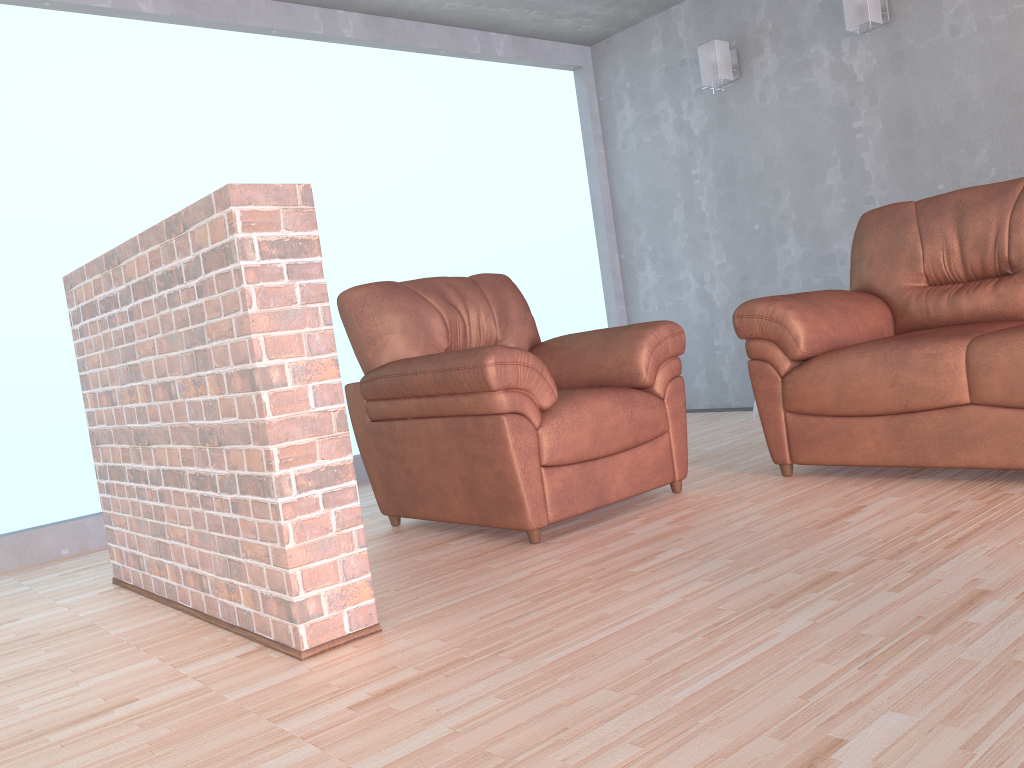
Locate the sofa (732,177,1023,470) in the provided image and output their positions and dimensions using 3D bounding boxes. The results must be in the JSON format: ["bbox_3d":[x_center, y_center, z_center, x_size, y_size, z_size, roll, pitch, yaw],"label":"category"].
[{"bbox_3d":[1.869,-0.273,2.734,0.981,0.923,2.202,-11,4,-40],"label":"sofa"}]

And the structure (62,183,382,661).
[{"bbox_3d":[-0.915,0.111,2.544,0.211,1.057,1.422,-11,4,-40],"label":"structure"}]

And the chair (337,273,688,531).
[{"bbox_3d":[0.002,-0.012,3.260,0.970,0.879,0.936,-11,4,-41],"label":"chair"}]

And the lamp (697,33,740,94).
[{"bbox_3d":[1.171,-1.824,5.059,0.168,0.319,0.165,-11,4,-40],"label":"lamp"}]

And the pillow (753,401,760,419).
[{"bbox_3d":[1.487,0.023,4.861,0.241,0.326,0.327,-10,4,-36],"label":"pillow"}]

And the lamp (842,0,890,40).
[{"bbox_3d":[1.741,-1.869,4.385,0.177,0.319,0.165,-11,4,-40],"label":"lamp"}]
